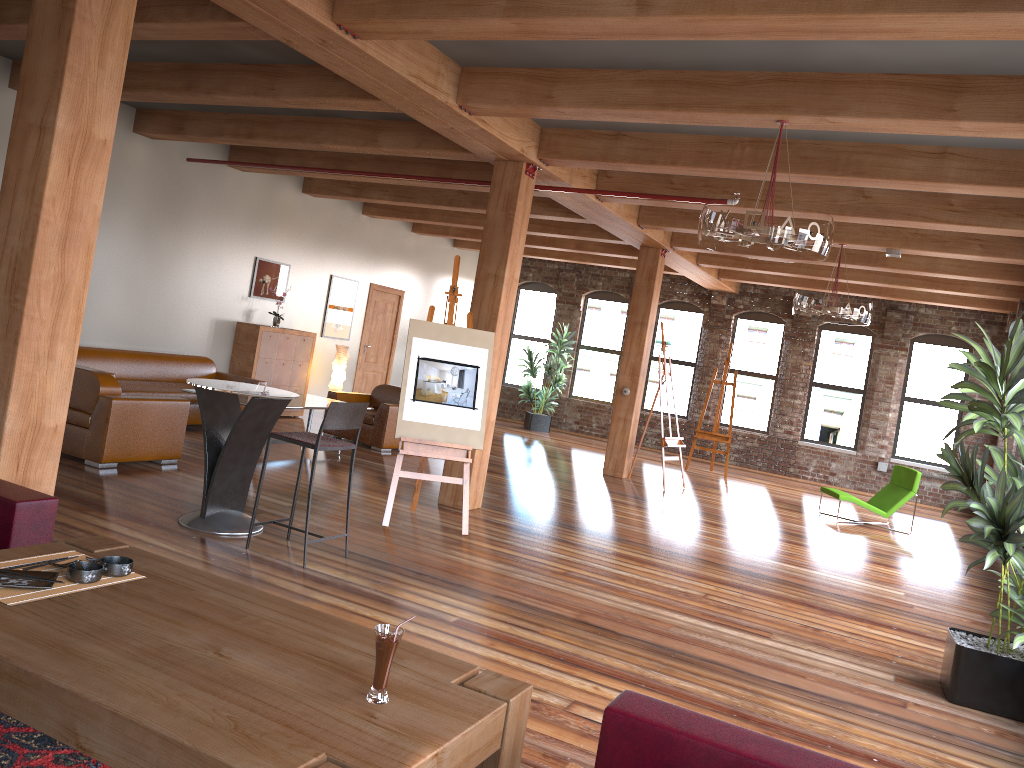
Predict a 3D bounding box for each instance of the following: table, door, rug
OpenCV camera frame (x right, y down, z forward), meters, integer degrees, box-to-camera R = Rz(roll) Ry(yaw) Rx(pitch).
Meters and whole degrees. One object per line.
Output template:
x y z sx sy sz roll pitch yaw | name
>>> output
-1.845 0.480 5.845 0.719 0.924 0.724 9 1 -40 | table
-2.291 -0.578 14.731 0.227 2.120 1.027 9 0 25 | door
-1.043 1.212 2.458 2.470 0.009 1.340 11 3 25 | rug
-0.953 0.952 2.446 1.755 0.550 0.898 10 2 25 | table
-2.382 0.431 9.089 0.942 0.560 1.866 10 2 25 | table

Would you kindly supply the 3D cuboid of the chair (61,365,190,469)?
-3.451 0.231 7.517 1.067 0.735 0.828 10 1 25 | chair

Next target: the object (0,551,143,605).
-1.424 0.582 2.700 0.333 0.003 0.470 11 3 25 | object

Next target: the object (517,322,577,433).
0.611 -0.170 16.835 1.080 2.104 0.966 9 0 3 | object

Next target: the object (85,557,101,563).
-1.355 0.575 2.879 0.059 0.021 0.018 9 1 -23 | object

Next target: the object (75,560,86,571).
-1.298 0.554 2.681 0.045 0.080 0.137 9 2 -10 | object

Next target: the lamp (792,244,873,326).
3.446 -1.082 9.412 0.806 0.815 0.812 9 1 -29 | lamp

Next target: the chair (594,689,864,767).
0.422 1.184 1.782 0.868 0.593 1.068 10 2 25 | chair

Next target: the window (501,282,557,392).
0.396 -0.968 17.874 0.971 2.170 0.086 10 0 25 | window

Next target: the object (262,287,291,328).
-3.187 -1.066 12.012 0.371 0.589 0.297 10 0 20 | object

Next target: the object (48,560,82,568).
-1.410 0.564 2.805 0.045 0.030 0.153 10 2 9 | object

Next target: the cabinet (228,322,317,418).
-3.284 -0.173 12.105 0.420 1.209 1.183 9 1 25 | cabinet

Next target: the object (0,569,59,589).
-1.450 0.573 2.586 0.212 0.018 0.154 9 2 -20 | object

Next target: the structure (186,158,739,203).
-1.053 -2.176 9.189 6.829 0.112 0.051 11 1 25 | structure

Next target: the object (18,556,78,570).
-1.467 0.567 2.795 0.007 0.008 0.270 10 2 14 | object

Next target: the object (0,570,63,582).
-1.455 0.558 2.606 0.270 0.008 0.007 9 1 0 | object

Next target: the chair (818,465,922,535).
4.499 1.373 11.205 0.956 0.796 0.680 9 1 0 | chair

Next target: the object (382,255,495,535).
-0.541 0.026 7.008 0.700 2.141 0.686 9 0 -15 | object

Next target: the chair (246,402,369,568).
-1.247 0.559 5.462 0.468 0.982 0.428 10 0 25 | chair

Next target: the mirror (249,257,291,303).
-3.300 -1.414 12.116 0.025 0.548 0.692 9 1 25 | mirror

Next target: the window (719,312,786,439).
4.309 -0.205 15.915 0.971 2.228 0.220 10 0 25 | window

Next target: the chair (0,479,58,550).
-2.435 0.650 3.182 0.868 0.593 1.068 10 2 25 | chair

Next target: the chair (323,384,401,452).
-1.661 0.383 11.035 1.068 0.735 0.828 11 2 35 | chair

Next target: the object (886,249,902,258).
3.979 -1.370 9.229 0.146 0.072 0.147 10 2 25 | object

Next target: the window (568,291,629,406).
1.726 -0.720 17.234 0.971 2.170 0.086 10 0 25 | window

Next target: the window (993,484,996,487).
7.468 0.430 13.172 0.233 2.215 0.965 9 0 25 | window

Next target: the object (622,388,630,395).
1.503 0.101 11.705 0.096 0.095 0.061 10 1 25 | object

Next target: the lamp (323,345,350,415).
-2.517 -0.022 12.804 0.270 1.114 0.261 10 0 -20 | lamp

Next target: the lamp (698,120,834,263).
1.611 -1.225 5.484 0.807 0.815 0.812 9 1 -22 | lamp

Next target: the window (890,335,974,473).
6.948 0.283 14.648 0.971 2.219 0.218 10 0 25 | window

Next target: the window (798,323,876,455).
5.623 0.036 15.285 0.971 2.219 0.218 10 0 25 | window

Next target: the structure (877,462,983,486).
4.723 1.503 8.080 1.637 0.313 13.683 10 2 18 | structure

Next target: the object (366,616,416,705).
-0.311 0.673 2.194 0.075 0.232 0.095 9 0 -32 | object

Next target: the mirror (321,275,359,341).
-2.634 -1.160 13.612 0.025 0.952 0.692 9 1 25 | mirror

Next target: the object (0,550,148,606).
-1.423 0.583 2.700 0.353 0.001 0.468 11 3 25 | object

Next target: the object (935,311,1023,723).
2.786 0.694 4.792 0.970 2.104 1.076 10 0 38 | object

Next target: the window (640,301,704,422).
3.003 -0.449 16.543 0.971 2.228 0.220 10 0 25 | window

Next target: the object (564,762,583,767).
0.368 0.991 1.892 0.754 0.297 0.365 9 1 -3 | object

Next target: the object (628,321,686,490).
2.010 0.257 11.667 0.687 2.141 0.659 9 0 35 | object

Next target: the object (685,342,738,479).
3.321 0.371 14.193 0.663 2.141 0.683 9 0 20 | object

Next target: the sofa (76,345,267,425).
-3.924 0.051 9.949 0.954 0.735 2.407 10 2 25 | sofa

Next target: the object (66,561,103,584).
-1.307 0.578 2.710 0.098 0.043 0.099 8 2 -27 | object

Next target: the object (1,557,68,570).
-1.499 0.562 2.770 0.007 0.008 0.270 10 2 20 | object

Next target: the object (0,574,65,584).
-1.444 0.561 2.580 0.270 0.008 0.007 9 1 -9 | object

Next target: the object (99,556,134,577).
-1.260 0.582 2.818 0.098 0.043 0.099 8 2 -39 | object
